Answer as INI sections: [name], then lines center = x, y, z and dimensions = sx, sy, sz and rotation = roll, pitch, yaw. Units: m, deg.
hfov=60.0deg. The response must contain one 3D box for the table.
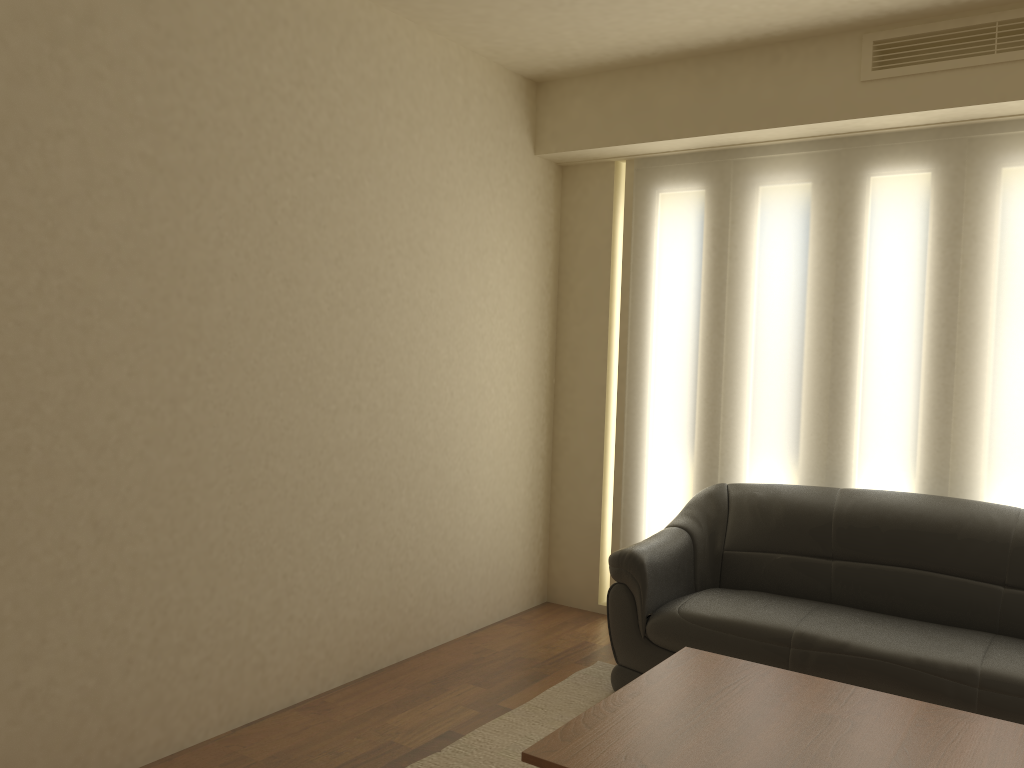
[table]
center = 0.811, 1.205, 2.369
dimensions = 1.213, 0.482, 1.045
rotation = 3, 3, 34

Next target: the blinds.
[blinds]
center = 1.809, 0.035, 4.196
dimensions = 2.830, 2.453, 0.002
rotation = 3, 3, 34

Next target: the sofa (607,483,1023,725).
[sofa]
center = 1.612, 0.953, 3.639
dimensions = 2.337, 0.918, 0.944
rotation = 3, 3, 34

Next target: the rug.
[rug]
center = 1.205, 1.460, 2.316
dimensions = 3.592, 0.011, 2.482
rotation = 3, 3, 34
